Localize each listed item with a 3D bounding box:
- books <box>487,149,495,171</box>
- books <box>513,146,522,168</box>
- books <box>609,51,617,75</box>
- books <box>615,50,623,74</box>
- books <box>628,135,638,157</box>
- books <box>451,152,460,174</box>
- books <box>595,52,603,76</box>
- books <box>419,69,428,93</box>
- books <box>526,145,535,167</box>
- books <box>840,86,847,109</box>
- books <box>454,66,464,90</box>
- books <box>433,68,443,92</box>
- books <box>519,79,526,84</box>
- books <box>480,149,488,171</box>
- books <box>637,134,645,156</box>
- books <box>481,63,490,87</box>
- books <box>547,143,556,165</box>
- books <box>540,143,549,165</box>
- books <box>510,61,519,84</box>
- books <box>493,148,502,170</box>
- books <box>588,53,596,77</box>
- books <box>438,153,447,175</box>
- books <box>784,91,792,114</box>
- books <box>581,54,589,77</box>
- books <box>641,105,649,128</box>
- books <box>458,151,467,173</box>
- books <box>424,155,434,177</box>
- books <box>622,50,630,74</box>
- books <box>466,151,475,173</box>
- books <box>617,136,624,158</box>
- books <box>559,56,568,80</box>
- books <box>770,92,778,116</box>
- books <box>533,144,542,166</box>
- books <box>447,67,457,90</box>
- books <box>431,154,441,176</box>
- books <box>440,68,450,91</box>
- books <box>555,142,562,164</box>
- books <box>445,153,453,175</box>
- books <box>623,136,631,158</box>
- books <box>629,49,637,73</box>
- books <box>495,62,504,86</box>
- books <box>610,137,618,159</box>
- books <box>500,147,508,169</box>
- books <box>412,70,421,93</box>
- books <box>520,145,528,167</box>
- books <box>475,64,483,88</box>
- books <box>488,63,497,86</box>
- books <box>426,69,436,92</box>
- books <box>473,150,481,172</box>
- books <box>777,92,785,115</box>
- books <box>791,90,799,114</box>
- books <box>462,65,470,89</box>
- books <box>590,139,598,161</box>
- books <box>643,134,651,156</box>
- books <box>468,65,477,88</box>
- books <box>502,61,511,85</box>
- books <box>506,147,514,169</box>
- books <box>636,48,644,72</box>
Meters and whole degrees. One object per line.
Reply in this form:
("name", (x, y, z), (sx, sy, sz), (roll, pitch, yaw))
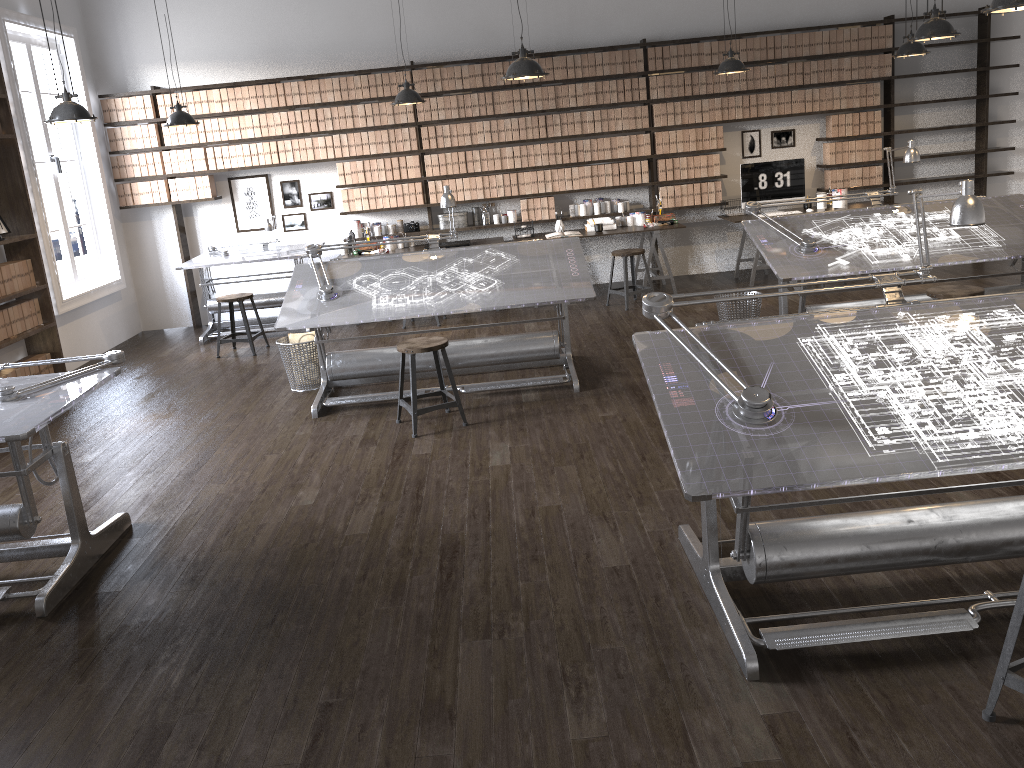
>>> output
("books", (-0.215, -2.292, 9.066), (0.067, 0.223, 0.176), (-6, 14, 0))
("books", (0.053, -2.317, 9.063), (0.067, 0.223, 0.176), (-6, 14, 0))
("books", (0.999, -3.214, 8.889), (0.067, 0.223, 0.176), (-6, 14, 0))
("books", (1.065, -3.220, 8.885), (0.067, 0.223, 0.176), (-6, 14, 0))
("books", (1.236, -2.435, 9.075), (0.067, 0.223, 0.176), (-6, 14, 0))
("books", (-0.576, -2.257, 9.064), (0.067, 0.223, 0.176), (-6, 14, 0))
("books", (0.864, -3.200, 8.885), (0.067, 0.223, 0.176), (-6, 14, 0))
("books", (-0.884, -3.027, 8.871), (0.067, 0.223, 0.176), (-6, 14, 0))
("books", (0.192, -2.333, 9.070), (0.067, 0.223, 0.176), (-6, 14, 0))
("books", (3.348, -2.917, 9.026), (0.067, 0.223, 0.176), (-6, 14, 0))
("books", (-0.531, -3.062, 8.875), (0.067, 0.223, 0.176), (-6, 14, 0))
("books", (-0.740, -3.042, 8.875), (0.067, 0.223, 0.176), (-6, 14, 0))
("books", (0.097, -3.126, 8.885), (0.067, 0.223, 0.176), (-6, 14, 0))
("books", (-0.286, -2.285, 9.065), (0.067, 0.223, 0.176), (-6, 14, 0))
("books", (1.306, -2.442, 9.078), (0.067, 0.223, 0.176), (-6, 14, 0))
("books", (-0.263, -3.090, 8.881), (0.067, 0.223, 0.176), (-6, 14, 0))
("books", (0.406, -2.352, 9.064), (0.067, 0.223, 0.176), (-6, 14, 0))
("books", (0.334, -2.345, 9.064), (0.067, 0.223, 0.176), (-6, 14, 0))
("books", (0.024, -3.117, 8.879), (0.067, 0.223, 0.176), (-6, 14, 0))
("books", (-0.148, -2.297, 9.060), (0.067, 0.223, 0.176), (-6, 14, 0))
("books", (0.794, -3.194, 8.888), (0.067, 0.223, 0.176), (-6, 14, 0))
("books", (-0.704, -2.242, 9.056), (0.067, 0.223, 0.176), (-6, 14, 0))
("books", (2.785, -2.862, 9.024), (0.067, 0.223, 0.176), (-6, 14, 0))
("books", (0.724, -3.188, 8.890), (0.067, 0.223, 0.176), (-6, 14, 0))
("books", (1.342, -2.714, 9.015), (0.067, 0.223, 0.176), (-6, 14, 0))
("books", (-0.502, -2.262, 9.059), (0.067, 0.223, 0.176), (-6, 14, 0))
("books", (-0.848, -2.229, 9.058), (0.067, 0.223, 0.176), (-6, 14, 0))
("books", (1.132, -3.228, 8.892), (0.067, 0.223, 0.176), (-6, 14, 0))
("books", (-0.427, -2.271, 9.065), (0.067, 0.223, 0.176), (-6, 14, 0))
("books", (1.100, -2.421, 9.072), (0.067, 0.223, 0.176), (-6, 14, 0))
("books", (0.511, -3.165, 8.881), (0.067, 0.223, 0.176), (-6, 14, 0))
("books", (2.647, -2.848, 9.021), (0.067, 0.223, 0.176), (-6, 14, 0))
("books", (0.262, -2.338, 9.066), (0.067, 0.223, 0.176), (-6, 14, 0))
("books", (-0.601, -3.057, 8.878), (0.067, 0.223, 0.176), (-6, 14, 0))
("books", (-0.776, -2.235, 9.056), (0.067, 0.223, 0.176), (-6, 14, 0))
("books", (-0.671, -3.050, 8.880), (0.067, 0.223, 0.176), (-6, 14, 0))
("books", (0.469, -2.359, 9.069), (0.067, 0.223, 0.176), (-6, 14, 0))
("books", (-0.641, -2.250, 9.061), (0.067, 0.223, 0.176), (-6, 14, 0))
("books", (1.167, -2.427, 9.071), (0.067, 0.223, 0.176), (-6, 14, 0))
("books", (1.203, -3.235, 8.892), (0.067, 0.223, 0.176), (-6, 14, 0))
("books", (-0.122, -3.103, 8.878), (0.067, 0.223, 0.176), (-6, 14, 0))
("books", (1.038, -2.415, 9.074), (0.067, 0.223, 0.176), (-6, 14, 0))
("books", (-0.082, -2.305, 9.065), (0.067, 0.223, 0.176), (-6, 14, 0))
("books", (-0.947, -3.022, 8.875), (0.067, 0.223, 0.176), (-6, 14, 0))
("books", (0.123, -2.325, 9.067), (0.067, 0.223, 0.176), (-6, 14, 0))
("books", (-0.330, -3.082, 8.875), (0.067, 0.223, 0.176), (-6, 14, 0))
("books", (-0.192, -3.097, 8.882), (0.067, 0.223, 0.176), (-6, 14, 0))
("books", (-0.812, -3.034, 8.871), (0.067, 0.223, 0.176), (-6, 14, 0))
("books", (-0.356, -2.277, 9.061), (0.067, 0.223, 0.176), (-6, 14, 0))
("books", (2.716, -2.856, 9.025), (0.067, 0.223, 0.176), (-6, 14, 0))
("books", (2.860, -2.869, 9.023), (0.067, 0.223, 0.176), (-6, 14, 0))
("books", (-0.459, -3.070, 8.877), (0.067, 0.223, 0.176), (-6, 14, 0))
("books", (0.834, -2.396, 9.073), (0.067, 0.223, 0.176), (-6, 14, 0))
("books", (1.371, -2.447, 9.071), (0.067, 0.223, 0.176), (-6, 14, 0))
("books", (-0.396, -3.077, 8.879), (0.067, 0.223, 0.176), (-6, 14, 0))
("books", (-0.051, -3.111, 8.884), (0.067, 0.223, 0.176), (-6, 14, 0))
("books", (-0.019, -2.311, 9.064), (0.067, 0.223, 0.176), (-6, 14, 0))
("books", (1.273, -3.241, 8.889), (0.067, 0.223, 0.176), (-6, 14, 0))
